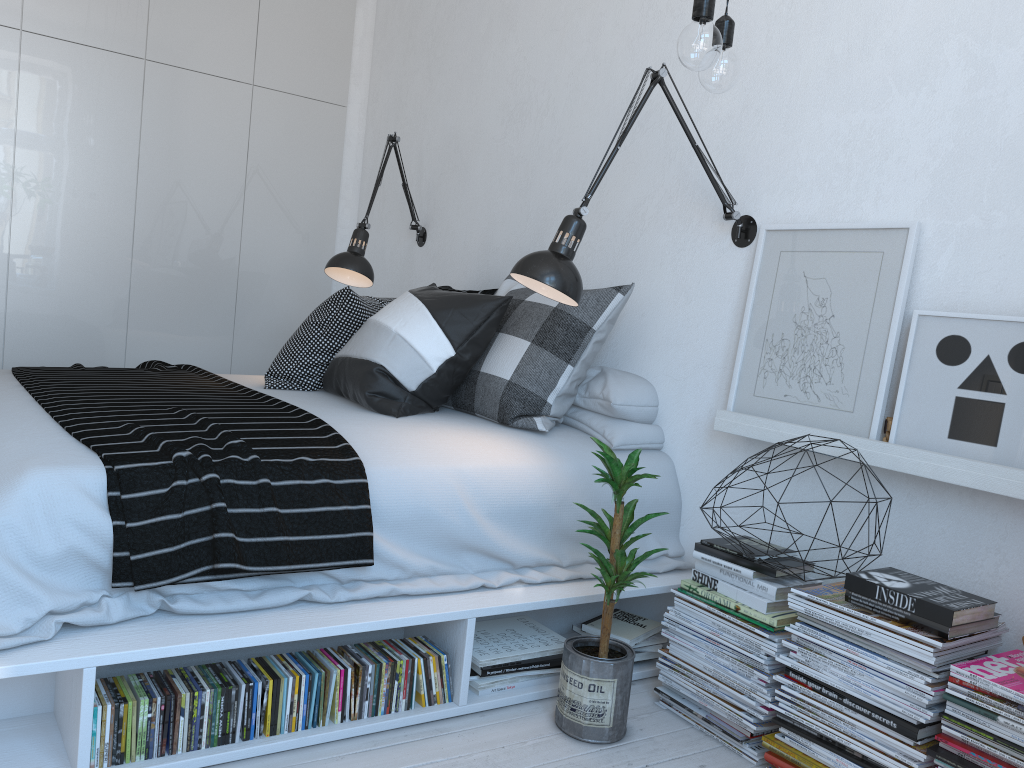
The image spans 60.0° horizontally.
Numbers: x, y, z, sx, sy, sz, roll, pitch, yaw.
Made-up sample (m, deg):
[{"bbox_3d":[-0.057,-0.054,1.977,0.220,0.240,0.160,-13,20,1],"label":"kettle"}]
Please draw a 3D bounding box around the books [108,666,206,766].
[{"bbox_3d":[-0.721,0.665,1.790,0.161,0.125,0.125,3,6,-35],"label":"books"}]

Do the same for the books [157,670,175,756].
[{"bbox_3d":[-0.706,0.666,1.800,0.010,0.125,0.125,3,6,-35],"label":"books"}]

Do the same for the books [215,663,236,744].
[{"bbox_3d":[-0.608,0.671,1.868,0.008,0.125,0.125,3,6,-35],"label":"books"}]

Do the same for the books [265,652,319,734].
[{"bbox_3d":[-0.490,0.677,1.950,0.077,0.125,0.125,3,6,-35],"label":"books"}]

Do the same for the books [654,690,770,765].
[{"bbox_3d":[0.579,0.839,2.245,0.281,0.031,0.359,3,6,-33],"label":"books"}]

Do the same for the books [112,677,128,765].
[{"bbox_3d":[-0.778,0.662,1.750,0.008,0.125,0.125,3,6,-35],"label":"books"}]

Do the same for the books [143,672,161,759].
[{"bbox_3d":[-0.729,0.665,1.785,0.008,0.125,0.125,3,6,-35],"label":"books"}]

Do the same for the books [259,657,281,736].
[{"bbox_3d":[-0.531,0.675,1.922,0.007,0.125,0.125,3,6,-35],"label":"books"}]

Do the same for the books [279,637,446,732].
[{"bbox_3d":[-0.341,0.685,2.054,0.376,0.126,0.125,3,6,-35],"label":"books"}]

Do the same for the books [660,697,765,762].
[{"bbox_3d":[0.584,0.845,2.235,0.263,0.007,0.337,3,5,-32],"label":"books"}]

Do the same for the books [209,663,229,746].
[{"bbox_3d":[-0.620,0.670,1.860,0.007,0.125,0.125,3,6,-35],"label":"books"}]

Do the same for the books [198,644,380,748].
[{"bbox_3d":[-0.491,0.677,1.950,0.369,0.125,0.125,3,6,-35],"label":"books"}]

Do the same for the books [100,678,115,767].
[{"bbox_3d":[-0.797,0.661,1.738,0.008,0.125,0.125,3,6,-35],"label":"books"}]

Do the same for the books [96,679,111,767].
[{"bbox_3d":[-0.803,0.661,1.734,0.007,0.125,0.125,3,6,-35],"label":"books"}]

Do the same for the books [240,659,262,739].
[{"bbox_3d":[-0.563,0.673,1.900,0.010,0.125,0.125,3,6,-35],"label":"books"}]

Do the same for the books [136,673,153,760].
[{"bbox_3d":[-0.742,0.664,1.776,0.007,0.125,0.125,3,6,-35],"label":"books"}]

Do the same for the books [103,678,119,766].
[{"bbox_3d":[-0.791,0.662,1.742,0.009,0.125,0.125,3,6,-35],"label":"books"}]

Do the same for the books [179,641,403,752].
[{"bbox_3d":[-0.482,0.677,1.956,0.467,0.125,0.125,3,6,-35],"label":"books"}]

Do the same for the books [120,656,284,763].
[{"bbox_3d":[-0.645,0.669,1.843,0.301,0.125,0.125,3,6,-35],"label":"books"}]

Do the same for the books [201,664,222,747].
[{"bbox_3d":[-0.633,0.670,1.851,0.007,0.125,0.125,3,6,-35],"label":"books"}]

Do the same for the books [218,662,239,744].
[{"bbox_3d":[-0.603,0.671,1.872,0.008,0.125,0.125,3,6,-35],"label":"books"}]

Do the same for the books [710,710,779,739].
[{"bbox_3d":[0.614,0.809,2.163,0.232,0.014,0.132,3,6,-32],"label":"books"}]

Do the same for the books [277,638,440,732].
[{"bbox_3d":[-0.350,0.684,2.047,0.368,0.126,0.125,3,6,-35],"label":"books"}]

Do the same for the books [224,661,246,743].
[{"bbox_3d":[-0.594,0.672,1.878,0.012,0.125,0.125,3,6,-35],"label":"books"}]

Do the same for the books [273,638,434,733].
[{"bbox_3d":[-0.359,0.684,2.041,0.359,0.126,0.125,3,6,-35],"label":"books"}]

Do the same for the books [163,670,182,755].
[{"bbox_3d":[-0.698,0.666,1.806,0.010,0.125,0.125,3,6,-35],"label":"books"}]

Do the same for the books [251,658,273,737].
[{"bbox_3d":[-0.544,0.674,1.913,0.010,0.125,0.125,3,6,-35],"label":"books"}]

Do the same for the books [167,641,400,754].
[{"bbox_3d":[-0.495,0.677,1.947,0.483,0.125,0.125,3,6,-35],"label":"books"}]

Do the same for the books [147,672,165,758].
[{"bbox_3d":[-0.723,0.665,1.789,0.008,0.125,0.125,3,6,-35],"label":"books"}]

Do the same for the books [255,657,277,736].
[{"bbox_3d":[-0.537,0.675,1.918,0.007,0.125,0.125,3,6,-35],"label":"books"}]

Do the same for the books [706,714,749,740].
[{"bbox_3d":[0.615,0.820,2.172,0.273,0.009,0.117,3,5,-31],"label":"books"}]

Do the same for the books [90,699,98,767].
[{"bbox_3d":[-0.822,0.660,1.720,0.008,0.125,0.125,3,6,-35],"label":"books"}]

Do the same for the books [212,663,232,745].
[{"bbox_3d":[-0.614,0.671,1.864,0.008,0.125,0.125,3,6,-35],"label":"books"}]

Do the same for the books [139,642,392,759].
[{"bbox_3d":[-0.527,0.675,1.925,0.516,0.125,0.125,3,6,-35],"label":"books"}]

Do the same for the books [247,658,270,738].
[{"bbox_3d":[-0.553,0.674,1.906,0.014,0.125,0.125,3,6,-35],"label":"books"}]

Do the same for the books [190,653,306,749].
[{"bbox_3d":[-0.569,0.673,1.896,0.211,0.125,0.125,3,6,-35],"label":"books"}]

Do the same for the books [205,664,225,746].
[{"bbox_3d":[-0.626,0.670,1.856,0.007,0.125,0.125,3,6,-35],"label":"books"}]

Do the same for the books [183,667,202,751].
[{"bbox_3d":[-0.664,0.668,1.829,0.008,0.125,0.125,3,6,-35],"label":"books"}]

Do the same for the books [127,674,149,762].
[{"bbox_3d":[-0.751,0.664,1.769,0.016,0.125,0.125,3,6,-35],"label":"books"}]

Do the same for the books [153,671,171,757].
[{"bbox_3d":[-0.715,0.666,1.794,0.010,0.125,0.125,3,6,-35],"label":"books"}]

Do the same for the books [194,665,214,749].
[{"bbox_3d":[-0.646,0.669,1.842,0.008,0.125,0.125,3,6,-35],"label":"books"}]

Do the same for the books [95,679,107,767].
[{"bbox_3d":[-0.809,0.661,1.729,0.008,0.125,0.125,3,6,-35],"label":"books"}]

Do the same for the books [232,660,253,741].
[{"bbox_3d":[-0.579,0.672,1.889,0.009,0.125,0.125,3,6,-35],"label":"books"}]

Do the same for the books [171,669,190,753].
[{"bbox_3d":[-0.683,0.667,1.816,0.009,0.125,0.125,3,6,-35],"label":"books"}]

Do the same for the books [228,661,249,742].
[{"bbox_3d":[-0.585,0.672,1.884,0.010,0.125,0.125,3,6,-35],"label":"books"}]

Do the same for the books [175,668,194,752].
[{"bbox_3d":[-0.677,0.667,1.820,0.009,0.125,0.125,3,6,-35],"label":"books"}]

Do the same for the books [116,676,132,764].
[{"bbox_3d":[-0.771,0.663,1.756,0.010,0.125,0.125,3,6,-35],"label":"books"}]

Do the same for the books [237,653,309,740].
[{"bbox_3d":[-0.525,0.675,1.926,0.119,0.125,0.125,3,6,-35],"label":"books"}]

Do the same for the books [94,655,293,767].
[{"bbox_3d":[-0.663,0.668,1.830,0.381,0.125,0.125,3,6,-35],"label":"books"}]
